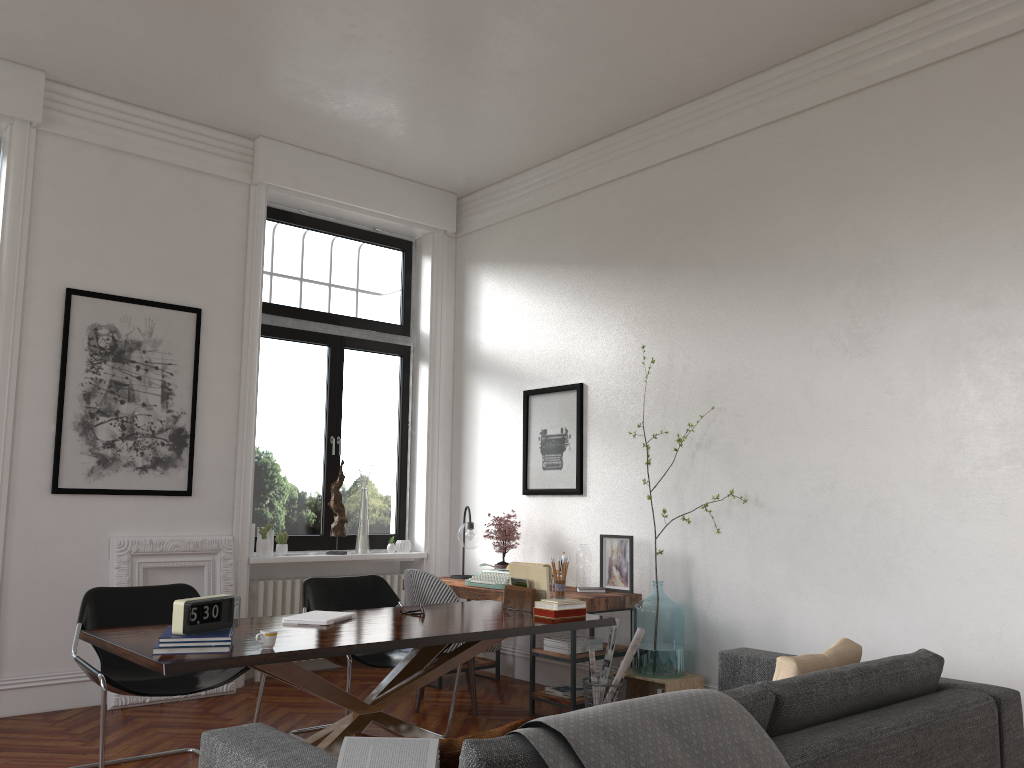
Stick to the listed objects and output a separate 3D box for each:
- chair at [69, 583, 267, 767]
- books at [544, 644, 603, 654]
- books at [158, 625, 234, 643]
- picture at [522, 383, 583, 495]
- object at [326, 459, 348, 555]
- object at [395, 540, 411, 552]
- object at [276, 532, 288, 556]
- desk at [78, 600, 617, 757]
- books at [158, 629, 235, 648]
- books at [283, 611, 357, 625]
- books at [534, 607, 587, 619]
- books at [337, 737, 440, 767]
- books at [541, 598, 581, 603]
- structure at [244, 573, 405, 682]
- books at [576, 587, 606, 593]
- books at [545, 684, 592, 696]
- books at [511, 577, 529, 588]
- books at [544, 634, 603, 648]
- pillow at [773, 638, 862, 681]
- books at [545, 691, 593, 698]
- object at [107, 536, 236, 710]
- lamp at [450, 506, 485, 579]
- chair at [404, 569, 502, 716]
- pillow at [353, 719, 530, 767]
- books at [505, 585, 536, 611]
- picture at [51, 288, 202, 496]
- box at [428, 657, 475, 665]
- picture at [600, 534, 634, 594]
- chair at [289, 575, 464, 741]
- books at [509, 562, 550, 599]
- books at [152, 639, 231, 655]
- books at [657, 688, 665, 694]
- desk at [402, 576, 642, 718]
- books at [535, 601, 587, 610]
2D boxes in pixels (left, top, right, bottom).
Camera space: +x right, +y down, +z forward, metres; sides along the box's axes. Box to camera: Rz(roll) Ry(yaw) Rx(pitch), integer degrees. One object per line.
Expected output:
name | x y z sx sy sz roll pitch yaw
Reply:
chair | -1.676 1.426 4.218 0.753 0.870 0.746 7 -9 -40
books | 0.384 1.645 5.549 0.309 0.038 0.226 8 -10 -41
books | -1.187 0.943 3.361 0.250 0.017 0.345 3 -8 -15
picture | 0.306 0.426 6.678 0.050 0.814 0.635 6 -9 -40
object | -1.372 0.968 6.998 0.165 0.752 0.143 1 -7 2
object | -0.914 1.363 7.453 0.132 0.097 0.135 -2 -8 19
object | -1.743 1.208 6.734 0.097 0.185 0.099 3 -7 -18
desk | -0.659 1.473 4.035 2.229 0.749 1.031 7 -10 -40
books | -1.187 0.960 3.359 0.250 0.017 0.345 3 -8 -15
books | -0.902 1.104 4.186 0.231 0.026 0.326 -1 -8 14
books | 0.242 1.145 4.459 0.216 0.039 0.159 7 -10 -38
books | -0.286 0.867 1.982 0.225 0.095 0.279 1 -8 1
books | 0.248 1.096 4.490 0.159 0.008 0.128 7 -10 -39
structure | -1.449 1.915 6.999 1.455 0.776 0.225 7 -9 -40
books | 0.502 1.345 5.800 0.213 0.031 0.129 1 -8 -3
books | 0.370 1.915 5.558 0.268 0.014 0.196 5 -9 -29
books | 0.048 1.122 4.764 0.041 0.157 0.128 7 -9 -40
books | 0.386 1.612 5.565 0.309 0.038 0.226 7 -10 -40
pillow | 1.068 1.161 3.197 0.486 0.459 0.225 7 -9 -40
books | 0.370 1.930 5.557 0.268 0.014 0.196 8 -11 -41
object | -2.246 1.558 5.910 0.831 1.059 0.234 7 -9 -40
lamp | -0.340 1.203 6.739 0.207 0.548 0.442 3 -7 -17
chair | -0.433 1.649 5.755 0.717 0.897 0.548 -6 -10 42
pillow | -0.171 1.044 2.265 0.470 0.395 0.331 1 -7 -3
books | 0.041 1.136 4.700 0.029 0.124 0.221 6 -9 -40
picture | -2.548 0.079 5.929 0.884 1.320 0.035 7 -9 -40
box | -0.489 2.025 6.578 0.318 0.082 0.296 7 -10 -40
picture | 0.689 1.184 5.856 0.023 0.368 0.283 6 -9 -40
chair | -0.783 1.544 4.977 0.753 0.870 0.746 7 -9 -40
books | 0.094 1.091 4.781 0.043 0.238 0.310 7 -9 -40
books | -1.202 0.982 3.361 0.264 0.027 0.348 3 -8 -15
books | 0.918 1.912 5.210 0.188 0.257 0.054 7 -9 -39
desk | 0.003 1.783 6.142 0.648 0.756 1.801 7 -10 -40
books | 0.246 1.113 4.471 0.208 0.028 0.164 8 -11 -42
